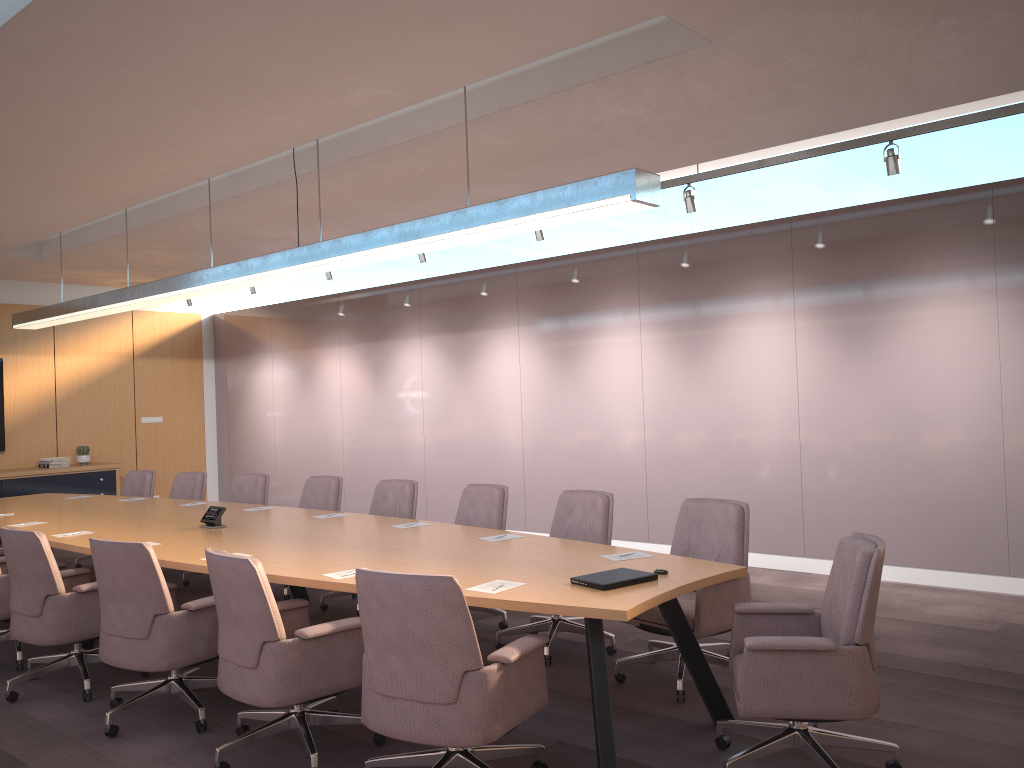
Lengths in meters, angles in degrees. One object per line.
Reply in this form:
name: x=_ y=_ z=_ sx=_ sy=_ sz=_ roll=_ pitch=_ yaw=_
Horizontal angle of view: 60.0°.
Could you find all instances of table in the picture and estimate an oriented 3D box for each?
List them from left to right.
table: x=-2.230 y=1.381 z=6.370 sx=8.000 sy=0.748 sz=1.885 roll=-3 pitch=-1 yaw=41

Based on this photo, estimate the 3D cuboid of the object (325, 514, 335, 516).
object: x=-1.342 y=0.972 z=6.591 sx=0.009 sy=0.009 sz=0.125 roll=-3 pitch=-1 yaw=31

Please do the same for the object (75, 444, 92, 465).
object: x=-5.704 y=0.934 z=11.796 sx=0.234 sy=0.283 sz=0.213 roll=-2 pitch=-1 yaw=15

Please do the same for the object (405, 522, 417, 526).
object: x=-0.672 y=0.937 z=5.941 sx=0.009 sy=0.009 sz=0.125 roll=-3 pitch=-1 yaw=36

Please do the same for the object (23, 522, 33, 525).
object: x=-3.669 y=1.058 z=6.703 sx=0.009 sy=0.009 sz=0.125 roll=-2 pitch=-1 yaw=11

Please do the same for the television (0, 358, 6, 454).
television: x=-7.168 y=0.309 z=10.651 sx=0.112 sy=1.254 sz=1.932 roll=-3 pitch=-1 yaw=41

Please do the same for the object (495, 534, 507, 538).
object: x=-0.065 y=0.904 z=5.275 sx=0.009 sy=0.009 sz=0.125 roll=-3 pitch=-1 yaw=34

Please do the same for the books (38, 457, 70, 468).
books: x=-5.945 y=1.021 z=11.527 sx=0.364 sy=0.119 sz=0.286 roll=-3 pitch=-1 yaw=40

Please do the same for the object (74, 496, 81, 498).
object: x=-4.295 y=1.115 z=8.788 sx=0.009 sy=0.009 sz=0.125 roll=-2 pitch=-1 yaw=11

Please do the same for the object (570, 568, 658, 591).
object: x=0.450 y=0.856 z=3.907 sx=0.325 sy=0.026 sz=0.231 roll=-1 pitch=-1 yaw=-36

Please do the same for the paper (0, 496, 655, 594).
paper: x=-2.170 y=1.003 z=6.321 sx=6.800 sy=0.001 sz=1.713 roll=-3 pitch=-1 yaw=42

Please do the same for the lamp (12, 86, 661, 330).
lamp: x=-2.061 y=-1.584 z=6.159 sx=6.974 sy=1.864 sz=0.200 roll=-3 pitch=-1 yaw=41

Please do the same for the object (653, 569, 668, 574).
object: x=0.677 y=0.853 z=4.034 sx=0.070 sy=0.019 sz=0.039 roll=-3 pitch=-1 yaw=35

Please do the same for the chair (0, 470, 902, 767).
chair: x=-2.307 y=1.284 z=6.448 sx=9.673 sy=0.948 sz=3.001 roll=-3 pitch=-1 yaw=42

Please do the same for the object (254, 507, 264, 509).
object: x=-2.051 y=1.008 z=7.219 sx=0.009 sy=0.009 sz=0.125 roll=-3 pitch=-1 yaw=28

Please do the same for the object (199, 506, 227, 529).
object: x=-2.093 y=0.930 z=6.202 sx=0.200 sy=0.139 sz=0.110 roll=-3 pitch=-1 yaw=41

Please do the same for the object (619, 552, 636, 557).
object: x=0.591 y=0.868 z=4.529 sx=0.125 sy=0.009 sz=0.009 roll=-1 pitch=-1 yaw=-41

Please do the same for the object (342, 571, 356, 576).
object: x=-0.779 y=0.914 z=4.274 sx=0.009 sy=0.009 sz=0.125 roll=-3 pitch=-1 yaw=33

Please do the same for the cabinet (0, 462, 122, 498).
cabinet: x=-6.899 y=1.479 z=10.445 sx=0.767 sy=0.763 sz=4.334 roll=-3 pitch=-1 yaw=41

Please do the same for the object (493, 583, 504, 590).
object: x=-0.061 y=0.881 z=3.853 sx=0.009 sy=0.009 sz=0.125 roll=-2 pitch=-1 yaw=20

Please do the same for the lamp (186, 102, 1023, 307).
lamp: x=-2.176 y=-1.850 z=6.201 sx=12.467 sy=1.321 sz=5.699 roll=-3 pitch=-1 yaw=41

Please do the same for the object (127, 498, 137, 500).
object: x=-3.574 y=1.082 z=8.368 sx=0.009 sy=0.009 sz=0.125 roll=-3 pitch=-1 yaw=29

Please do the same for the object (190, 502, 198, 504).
object: x=-2.785 y=1.043 z=7.769 sx=0.009 sy=0.009 sz=0.125 roll=-2 pitch=-1 yaw=11

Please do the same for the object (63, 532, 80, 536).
object: x=-3.007 y=1.024 z=6.051 sx=0.009 sy=0.009 sz=0.125 roll=-3 pitch=-1 yaw=25
